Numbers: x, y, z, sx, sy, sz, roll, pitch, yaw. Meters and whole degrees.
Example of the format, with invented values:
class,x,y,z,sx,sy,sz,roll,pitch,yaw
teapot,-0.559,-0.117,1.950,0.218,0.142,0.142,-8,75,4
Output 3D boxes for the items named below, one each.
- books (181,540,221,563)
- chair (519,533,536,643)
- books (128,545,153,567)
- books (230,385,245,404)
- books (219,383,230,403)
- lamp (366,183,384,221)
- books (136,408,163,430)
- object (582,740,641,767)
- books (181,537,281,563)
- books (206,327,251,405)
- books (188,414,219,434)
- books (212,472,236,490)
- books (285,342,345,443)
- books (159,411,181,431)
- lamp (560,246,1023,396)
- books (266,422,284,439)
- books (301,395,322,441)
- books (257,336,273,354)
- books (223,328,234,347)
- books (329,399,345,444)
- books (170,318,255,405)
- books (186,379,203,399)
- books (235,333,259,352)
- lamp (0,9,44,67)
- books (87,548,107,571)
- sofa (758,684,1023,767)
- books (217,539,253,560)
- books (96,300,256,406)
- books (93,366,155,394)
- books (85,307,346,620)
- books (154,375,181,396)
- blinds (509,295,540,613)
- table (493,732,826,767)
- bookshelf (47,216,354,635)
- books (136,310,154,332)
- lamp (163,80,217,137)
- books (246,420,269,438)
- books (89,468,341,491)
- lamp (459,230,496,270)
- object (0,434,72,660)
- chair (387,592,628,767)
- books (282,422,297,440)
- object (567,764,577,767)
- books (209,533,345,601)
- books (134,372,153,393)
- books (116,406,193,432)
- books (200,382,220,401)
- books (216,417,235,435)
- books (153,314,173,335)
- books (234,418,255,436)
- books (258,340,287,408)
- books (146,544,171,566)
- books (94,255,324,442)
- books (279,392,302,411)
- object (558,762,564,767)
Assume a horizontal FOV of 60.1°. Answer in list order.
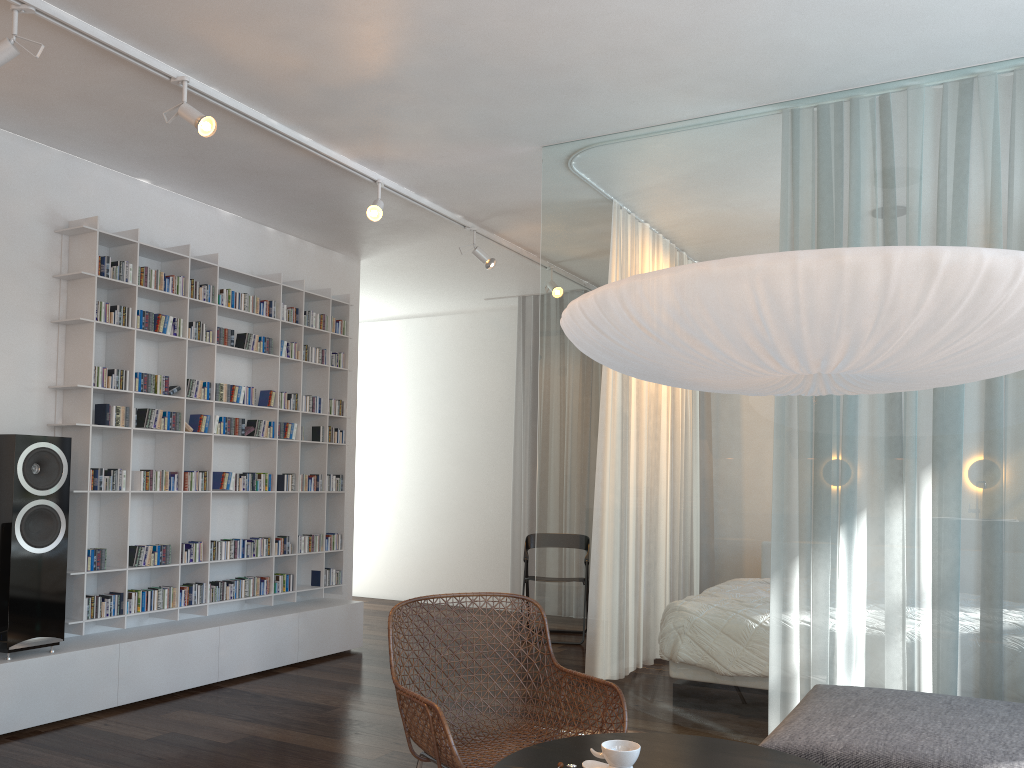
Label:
class,x,y,z,sx,sy,sz,roll,pitch,yaw
books,-1.782,0.950,5.030,0.100,0.112,0.269,-1,-6,27
chair,0.328,1.523,6.654,0.501,0.772,0.564,0,-4,9
books,-1.974,0.908,4.673,0.090,0.107,0.118,-1,-5,29
books,-1.658,0.064,5.257,0.090,0.107,0.118,-1,-5,29
books,-1.705,0.055,5.172,0.090,0.108,0.074,-1,-4,29
lamp,-0.724,-0.961,4.705,0.085,0.239,0.252,1,-4,-5
books,-1.943,0.188,4.734,0.090,0.107,0.118,-1,-5,29
object,0.235,0.879,2.078,0.139,0.069,0.092,-4,-7,40
books,-1.676,0.975,5.227,0.115,0.112,0.768,-1,-7,28
books,-1.692,-0.103,5.202,0.100,0.430,0.352,0,-4,28
books,-1.764,0.230,5.062,0.090,0.109,0.158,-1,-5,29
books,-1.695,0.570,5.188,0.090,0.107,0.118,-1,-5,29
books,-1.330,0.070,5.868,0.115,0.623,0.571,0,-4,29
books,-1.889,0.205,4.835,0.099,0.104,0.132,-1,-5,27
lamp,0.872,-0.100,2.523,1.472,0.209,1.475,4,-7,-25
books,-1.506,0.290,5.538,0.099,0.104,0.145,-1,-5,27
books,-1.356,0.227,5.819,0.115,0.299,0.231,0,-4,29
books,-1.550,-0.235,5.460,0.099,0.104,0.132,-1,-5,27
books,-1.690,-0.267,5.201,0.090,0.104,0.074,-1,-4,29
books,-1.238,0.254,6.035,0.115,0.299,0.184,0,-4,29
books,-1.738,-0.119,5.116,0.101,0.436,0.624,0,-5,28
books,-1.812,0.030,4.975,0.090,0.107,0.118,-1,-5,29
books,-1.605,-0.248,5.358,0.090,0.107,0.118,-1,-5,29
lamp,-1.737,-1.167,3.053,0.250,0.239,0.085,1,-3,-5
books,-2.109,0.879,4.427,0.099,0.104,0.132,-1,-5,27
sofa,1.321,1.017,1.597,2.041,0.669,3.082,-2,-7,28
books,-1.661,0.978,5.254,0.115,0.112,0.235,-1,-6,28
books,-1.851,-0.141,4.907,0.102,0.429,1.129,0,-6,29
books,-2.032,-0.017,4.574,0.102,0.104,0.385,-1,-7,28
books,-1.665,0.360,5.251,0.115,1.812,1.961,0,-5,29
books,-1.893,0.015,4.827,0.090,0.106,0.164,-1,-6,29
blinds,0.783,0.563,7.262,1.808,2.725,0.153,-1,-3,31
table,0.362,1.142,1.991,0.847,0.470,0.851,-2,-6,31
bookshelf,-1.716,0.305,5.260,0.227,2.066,2.094,0,-4,29
books,-1.974,-0.332,4.683,0.099,0.104,0.132,-1,-5,27
lamp,-1.300,-1.104,3.541,0.250,0.239,0.085,0,-3,14
books,-1.564,0.276,5.430,0.090,0.107,0.118,-1,-5,29
books,-1.674,0.576,5.233,0.115,0.113,1.933,-1,-7,28
lamp,-0.212,-0.852,5.589,0.251,0.239,0.085,4,-4,-32
object,-2.266,0.741,4.090,0.281,0.999,0.296,0,-3,29
chair,-0.050,1.138,3.147,0.719,0.707,0.688,3,-5,-29
books,-1.443,0.303,5.651,0.090,0.107,0.118,-1,-5,29
object,0.137,0.898,2.029,0.025,0.016,0.164,1,-6,4
books,-1.464,1.141,5.616,0.115,0.347,1.138,0,-6,29
books,-1.977,-0.005,4.674,0.099,0.104,0.132,-1,-5,27
books,-1.932,0.194,4.754,0.090,0.105,0.506,-1,-7,28
books,-1.756,0.045,5.080,0.099,0.104,0.139,-1,-5,27
books,-1.700,0.247,5.182,0.099,0.104,0.132,-1,-5,27
books,-1.911,-0.319,4.794,0.090,0.107,0.118,-1,-5,29
books,-1.627,0.263,5.313,0.090,0.106,0.164,-1,-6,29
books,-1.500,-0.062,5.549,0.090,0.430,0.156,0,-3,29
books,-1.919,0.922,4.775,0.099,0.104,0.132,-1,-5,27
books,-1.704,-0.130,5.181,0.115,0.854,1.761,0,-6,29
books,-1.448,0.112,5.646,0.102,0.112,0.233,-1,-6,28
object,0.095,0.899,2.030,0.015,0.015,0.169,0,-7,16
